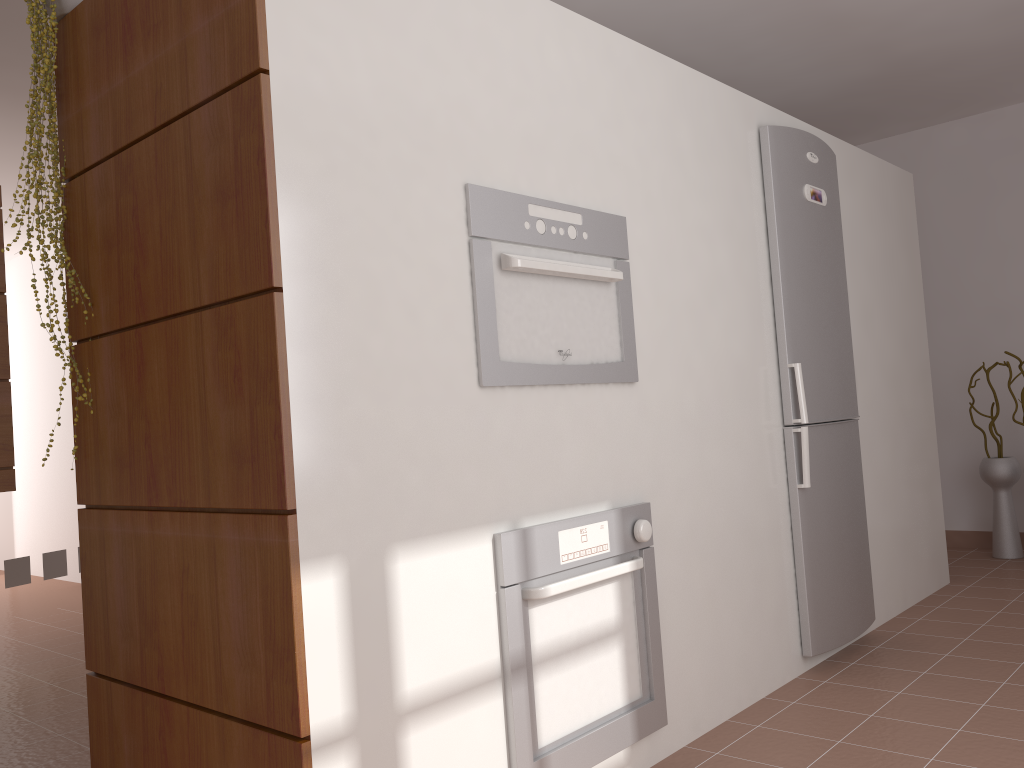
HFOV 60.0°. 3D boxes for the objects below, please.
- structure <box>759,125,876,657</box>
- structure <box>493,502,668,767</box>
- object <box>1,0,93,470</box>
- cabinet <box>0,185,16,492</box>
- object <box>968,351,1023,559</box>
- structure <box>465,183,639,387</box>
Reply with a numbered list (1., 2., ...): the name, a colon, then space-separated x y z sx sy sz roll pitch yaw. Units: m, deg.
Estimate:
1. structure: 1.152 0.000 3.268 0.089 1.862 0.604 -6 -3 42
2. structure: 0.195 0.618 2.153 0.058 0.592 0.596 -6 -3 42
3. object: -1.083 -0.462 2.215 0.297 1.344 0.279 -4 -2 1
4. cabinet: -3.820 -0.111 1.958 0.754 1.200 4.718 -6 -3 42
5. object: 2.738 0.372 4.628 0.284 1.112 0.655 -3 -3 -29
6. structure: 0.137 -0.228 2.182 0.056 0.454 0.614 -6 -3 42
